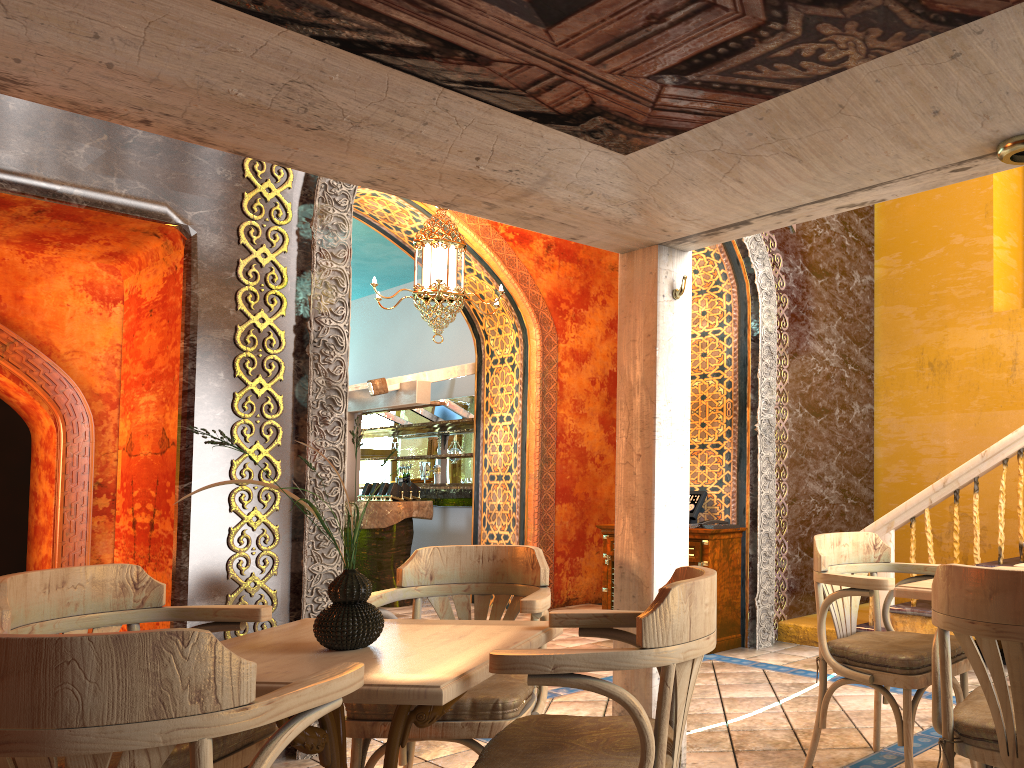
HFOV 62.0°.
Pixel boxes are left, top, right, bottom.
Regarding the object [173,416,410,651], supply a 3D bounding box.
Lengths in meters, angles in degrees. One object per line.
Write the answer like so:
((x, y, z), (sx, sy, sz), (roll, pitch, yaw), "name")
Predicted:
((-0.620, 0.439, 2.509), (0.721, 0.715, 0.225), (2, -4, -28), "object")

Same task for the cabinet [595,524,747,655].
((1.416, 1.818, 7.716), (0.556, 1.051, 1.322), (3, -6, -41), "cabinet")

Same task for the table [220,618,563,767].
((-0.479, 1.279, 2.610), (0.956, 0.947, 1.045), (-1, -5, 14), "table")

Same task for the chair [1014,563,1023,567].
((2.945, 1.334, 4.240), (0.691, 1.177, 0.781), (-3, -5, 43), "chair")

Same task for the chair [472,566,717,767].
((0.258, 1.156, 2.535), (0.684, 1.177, 0.800), (0, -4, 9), "chair")

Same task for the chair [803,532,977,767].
((1.827, 1.333, 4.162), (0.876, 1.177, 0.616), (4, -5, -42), "chair")

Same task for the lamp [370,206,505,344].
((-0.648, -1.544, 7.790), (1.449, 2.361, 0.992), (3, -4, -41), "lamp")

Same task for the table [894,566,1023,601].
((2.336, 1.342, 3.584), (1.184, 1.001, 0.932), (4, -6, -41), "table")

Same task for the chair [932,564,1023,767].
((1.764, 1.178, 2.819), (0.691, 1.177, 0.781), (-3, -5, 43), "chair")

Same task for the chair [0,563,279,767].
((-1.225, 1.190, 2.726), (0.669, 1.177, 0.816), (-1, -4, 14), "chair")

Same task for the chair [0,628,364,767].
((-0.798, 1.086, 1.862), (0.768, 1.177, 0.712), (0, -4, 7), "chair")

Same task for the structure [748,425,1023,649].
((4.712, 0.653, 6.630), (2.075, 3.136, 5.715), (3, -7, -41), "structure")

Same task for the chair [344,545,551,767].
((-0.221, 1.260, 3.400), (0.768, 1.177, 0.712), (0, -4, 7), "chair")

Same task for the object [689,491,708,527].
((1.521, 1.128, 7.714), (0.409, 0.317, 0.281), (-4, -6, 37), "object")

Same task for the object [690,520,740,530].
((1.775, 1.225, 7.394), (0.443, 0.086, 0.293), (3, -7, -27), "object")
